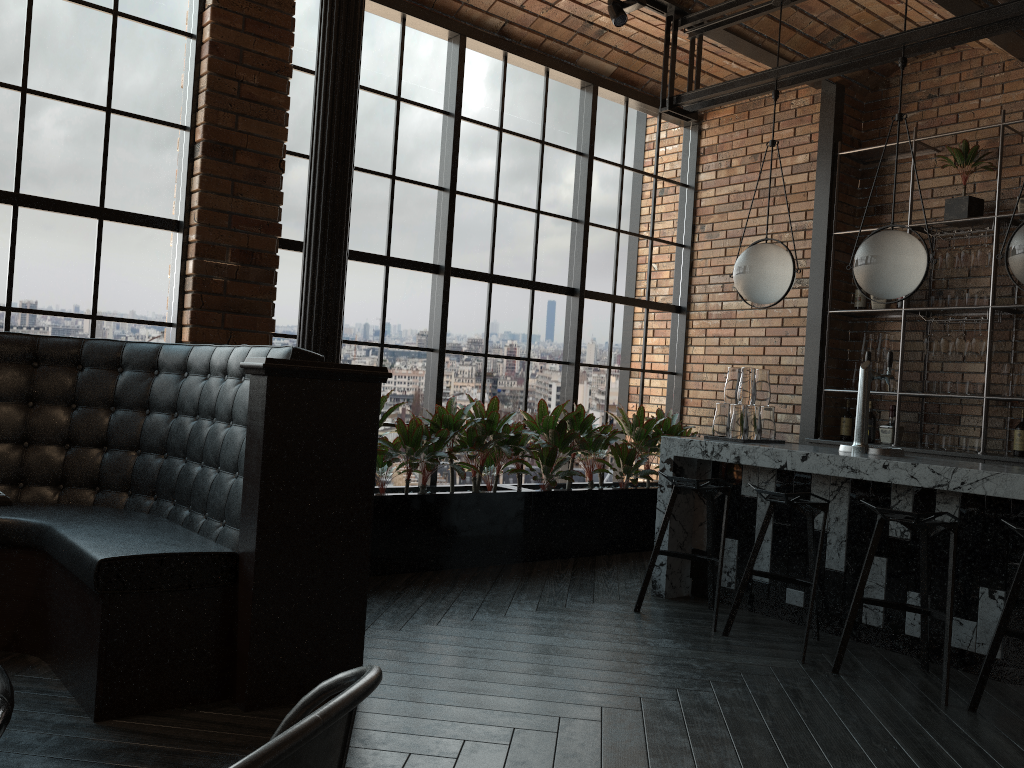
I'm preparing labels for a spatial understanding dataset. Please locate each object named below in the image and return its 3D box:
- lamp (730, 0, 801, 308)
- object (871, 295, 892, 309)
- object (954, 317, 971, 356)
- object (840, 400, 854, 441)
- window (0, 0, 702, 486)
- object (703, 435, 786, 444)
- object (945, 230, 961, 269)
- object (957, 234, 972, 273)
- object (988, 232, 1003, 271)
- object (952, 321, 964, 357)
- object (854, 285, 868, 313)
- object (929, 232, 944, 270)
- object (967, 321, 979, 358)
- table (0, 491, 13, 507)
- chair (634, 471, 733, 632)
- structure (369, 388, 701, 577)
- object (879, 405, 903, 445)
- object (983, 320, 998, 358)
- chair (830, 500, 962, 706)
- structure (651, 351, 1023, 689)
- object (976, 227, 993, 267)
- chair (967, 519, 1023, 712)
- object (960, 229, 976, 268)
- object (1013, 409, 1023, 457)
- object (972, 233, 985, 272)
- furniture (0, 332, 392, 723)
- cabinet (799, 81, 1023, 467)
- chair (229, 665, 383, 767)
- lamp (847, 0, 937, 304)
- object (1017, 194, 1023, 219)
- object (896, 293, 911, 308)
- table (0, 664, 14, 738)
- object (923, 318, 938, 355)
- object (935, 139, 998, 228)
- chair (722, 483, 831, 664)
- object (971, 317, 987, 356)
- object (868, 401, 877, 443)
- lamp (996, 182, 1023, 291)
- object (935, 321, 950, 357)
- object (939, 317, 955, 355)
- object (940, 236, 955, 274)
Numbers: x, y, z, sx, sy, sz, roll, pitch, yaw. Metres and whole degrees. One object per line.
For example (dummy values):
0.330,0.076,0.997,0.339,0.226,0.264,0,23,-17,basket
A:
1.456,-1.298,4.965,0.340,1.754,0.340,4,0,7,lamp
2.625,-0.652,6.295,0.123,0.279,0.123,3,-1,40,object
2.931,-0.309,5.765,0.092,0.244,0.092,4,-1,-33,object
2.445,0.264,6.465,0.086,0.299,0.086,4,0,10,object
-4.833,-1.080,2.375,16.179,3.253,0.168,4,-1,-39,window
1.339,0.320,5.103,0.437,0.019,0.273,4,-1,-39,object
2.906,-0.884,5.846,0.092,0.244,0.092,4,-1,-33,object
3.034,-0.875,5.950,0.092,0.244,0.092,4,-1,-33,object
3.162,-0.868,5.793,0.092,0.244,0.092,4,-1,-33,object
2.996,-0.303,5.946,0.092,0.244,0.092,4,-1,-33,object
2.548,-0.666,6.462,0.086,0.298,0.086,4,0,10,object
2.837,-0.888,5.932,0.092,0.244,0.092,4,-1,-33,object
3.059,-0.300,5.869,0.092,0.244,0.092,4,-1,-33,object
-1.930,0.612,2.364,0.872,0.758,0.872,4,-1,-39,table
0.962,0.831,4.599,0.475,0.737,0.414,3,-1,41,chair
0.016,0.612,5.875,4.107,1.072,0.757,4,-1,-40,structure
2.648,0.285,6.182,0.123,0.279,0.123,4,-1,-25,object
3.124,-0.296,5.788,0.092,0.244,0.092,4,-1,-33,object
1.675,0.871,3.718,0.414,0.737,0.475,4,-1,-44,chair
3.262,0.629,3.549,1.930,1.430,5.346,4,-1,-39,structure
3.034,-0.877,5.689,0.092,0.244,0.092,4,-1,-33,object
2.041,0.892,3.267,0.414,0.737,0.475,4,-1,-29,chair
2.969,-0.881,5.769,0.092,0.244,0.092,4,-1,-33,object
3.191,0.306,5.544,0.086,0.299,0.086,4,0,10,object
3.096,-0.871,5.873,0.092,0.244,0.092,4,-1,-33,object
-3.191,0.300,2.194,5.451,1.212,1.979,4,-1,-39,furniture
3.359,-0.465,5.335,0.564,3.779,7.075,4,-1,-39,cabinet
-0.430,0.647,0.707,0.558,0.857,0.504,4,0,16,chair
1.917,-1.272,4.396,0.340,1.754,0.340,4,0,7,lamp
3.260,-1.190,5.586,0.123,0.279,0.123,3,-1,40,object
2.736,-0.656,6.185,0.086,0.299,0.086,4,0,10,object
-0.953,0.664,0.770,0.866,0.758,0.866,4,0,14,table
2.799,-0.316,5.927,0.092,0.244,0.092,4,-1,-33,object
3.030,-1.340,5.921,0.377,0.554,0.422,3,-1,39,object
1.321,0.852,4.155,0.414,0.737,0.475,4,-1,-34,chair
2.996,-0.305,5.684,0.092,0.244,0.092,4,-1,-33,object
2.541,0.269,6.297,0.086,0.297,0.086,4,0,-5,object
2.378,-1.247,3.827,0.340,1.754,0.340,4,0,7,lamp
2.927,-0.307,6.031,0.092,0.244,0.092,4,-1,-33,object
2.869,-0.312,5.842,0.092,0.244,0.092,4,-1,-33,object
2.965,-0.879,6.036,0.092,0.244,0.092,4,-1,-33,object
